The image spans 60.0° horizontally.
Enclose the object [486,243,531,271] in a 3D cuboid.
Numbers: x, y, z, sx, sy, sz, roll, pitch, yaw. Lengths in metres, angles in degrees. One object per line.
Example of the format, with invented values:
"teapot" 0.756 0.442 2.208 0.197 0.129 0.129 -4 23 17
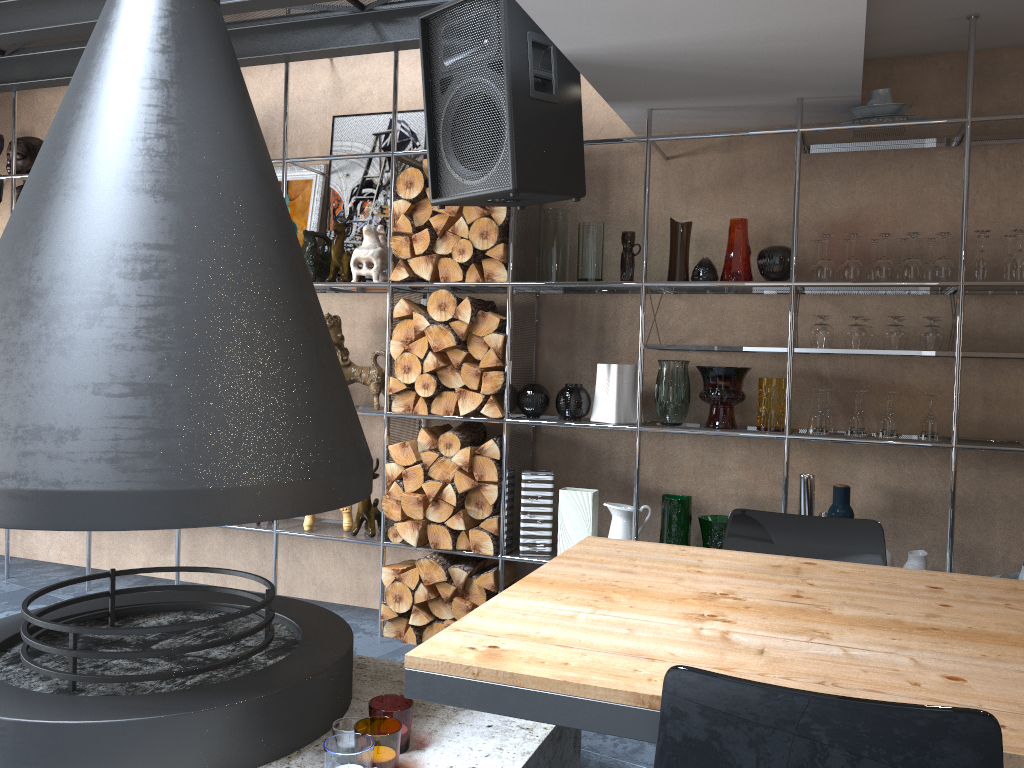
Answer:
"object" -0.011 -0.547 3.830 0.095 0.088 0.303 2 2 22

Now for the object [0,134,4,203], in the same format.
"object" -2.976 -0.991 4.979 0.244 0.879 0.244 0 2 -41

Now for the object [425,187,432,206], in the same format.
"object" -0.275 -0.807 3.921 0.098 0.090 0.303 2 2 22

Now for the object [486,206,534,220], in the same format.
"object" -0.016 -0.789 3.849 0.135 0.114 0.299 2 2 23

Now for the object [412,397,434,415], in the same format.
"object" -0.345 0.090 3.985 0.087 0.095 0.303 2 2 20

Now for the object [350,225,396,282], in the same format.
"object" -0.609 -0.590 4.069 0.151 0.280 0.314 2 2 19

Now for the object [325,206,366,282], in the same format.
"object" -0.768 -0.636 4.118 0.116 0.358 0.198 3 2 28

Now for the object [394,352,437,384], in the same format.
"object" -0.401 -0.070 3.964 0.143 0.143 0.286 2 2 20

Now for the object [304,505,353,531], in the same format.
"object" -0.849 0.502 4.174 0.375 0.363 0.170 1 2 -14

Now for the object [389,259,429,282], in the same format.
"object" -0.425 -0.499 3.997 0.107 0.105 0.330 2 2 23

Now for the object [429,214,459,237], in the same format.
"object" -0.244 -0.683 3.942 0.107 0.098 0.330 2 2 24

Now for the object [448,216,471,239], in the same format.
"object" -0.174 -0.667 3.899 0.101 0.110 0.331 2 2 19

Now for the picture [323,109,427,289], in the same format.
"picture" -0.666 -0.889 4.296 0.530 0.863 0.090 2 2 20

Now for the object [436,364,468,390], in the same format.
"object" -0.221 -0.033 3.942 0.147 0.118 0.288 2 2 17

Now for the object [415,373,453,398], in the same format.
"object" -0.326 0.007 3.938 0.103 0.110 0.312 2 2 17

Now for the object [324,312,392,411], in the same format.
"object" -0.750 -0.109 4.145 0.405 0.451 0.210 2 2 13

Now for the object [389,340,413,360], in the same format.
"object" -0.440 -0.135 4.000 0.111 0.121 0.310 2 2 20

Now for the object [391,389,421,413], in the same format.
"object" -0.425 0.076 4.021 0.126 0.112 0.287 2 2 20

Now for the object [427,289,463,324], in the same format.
"object" -0.253 -0.331 3.906 0.140 0.150 0.312 2 2 17

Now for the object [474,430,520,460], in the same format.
"object" -0.061 0.260 3.868 0.121 0.107 0.308 2 2 17

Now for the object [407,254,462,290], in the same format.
"object" -0.324 -0.500 3.985 0.154 0.131 0.362 2 2 20

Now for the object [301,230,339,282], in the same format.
"object" -0.907 -0.589 4.197 0.126 0.249 0.253 2 2 25

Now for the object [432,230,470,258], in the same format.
"object" -0.221 -0.605 3.934 0.147 0.118 0.288 2 2 24

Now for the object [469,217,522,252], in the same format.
"object" -0.069 -0.628 3.832 0.143 0.143 0.286 2 2 21

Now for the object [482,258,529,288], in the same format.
"object" -0.024 -0.479 3.862 0.126 0.112 0.287 2 2 21

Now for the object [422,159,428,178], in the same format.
"object" -0.282 -0.920 3.947 0.129 0.118 0.299 2 2 18

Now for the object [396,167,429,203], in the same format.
"object" -0.377 -0.859 3.946 0.140 0.150 0.312 2 2 24

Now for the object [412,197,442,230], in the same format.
"object" -0.332 -0.742 3.972 0.112 0.153 0.290 2 2 24

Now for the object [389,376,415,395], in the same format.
"object" -0.452 0.007 4.003 0.095 0.088 0.303 2 2 19

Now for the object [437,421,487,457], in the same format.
"object" -0.225 0.237 3.951 0.140 0.150 0.312 2 2 17

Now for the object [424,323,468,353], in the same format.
"object" -0.251 -0.198 3.908 0.164 0.128 0.321 2 2 20

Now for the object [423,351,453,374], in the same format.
"object" -0.275 -0.099 3.945 0.101 0.110 0.331 2 2 22

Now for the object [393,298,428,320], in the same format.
"object" -0.418 -0.323 3.991 0.121 0.107 0.308 2 2 17

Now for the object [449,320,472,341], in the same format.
"object" -0.175 -0.231 3.892 0.098 0.090 0.303 2 2 19

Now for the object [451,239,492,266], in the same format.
"object" -0.148 -0.558 3.864 0.103 0.110 0.312 2 2 24

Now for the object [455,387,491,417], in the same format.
"object" -0.118 0.081 3.916 0.154 0.131 0.362 2 2 21

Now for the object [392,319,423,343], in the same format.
"object" -0.418 -0.233 4.007 0.135 0.114 0.299 2 2 18

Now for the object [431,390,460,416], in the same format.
"object" -0.241 0.081 3.946 0.135 0.114 0.299 2 2 18

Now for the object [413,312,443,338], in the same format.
"object" -0.323 -0.260 3.966 0.098 0.115 0.362 2 2 20

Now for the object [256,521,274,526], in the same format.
"object" -1.193 0.562 4.277 0.119 0.220 0.212 1 2 -35

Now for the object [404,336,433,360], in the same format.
"object" -0.357 -0.160 3.968 0.128 0.107 0.329 2 2 21

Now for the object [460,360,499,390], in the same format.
"object" -0.129 -0.045 3.889 0.095 0.135 0.329 2 2 17

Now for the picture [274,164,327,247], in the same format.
"picture" -1.209 -0.790 4.472 0.544 0.625 0.136 2 2 21

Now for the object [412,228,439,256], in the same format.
"object" -0.324 -0.625 3.954 0.095 0.135 0.329 2 2 24

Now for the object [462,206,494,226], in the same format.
"object" -0.093 -0.722 3.861 0.128 0.107 0.329 2 2 20

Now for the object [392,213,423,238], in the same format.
"object" -0.413 -0.688 3.990 0.107 0.110 0.331 2 2 23

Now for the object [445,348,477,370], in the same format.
"object" -0.193 -0.109 3.931 0.107 0.098 0.330 2 2 17

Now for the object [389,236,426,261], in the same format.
"object" -0.430 -0.595 3.995 0.110 0.109 0.321 2 2 20

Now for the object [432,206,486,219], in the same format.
"object" -0.209 -0.768 3.884 0.164 0.128 0.321 2 2 21

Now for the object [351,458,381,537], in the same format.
"object" -0.654 0.513 4.082 0.116 0.358 0.198 2 2 13

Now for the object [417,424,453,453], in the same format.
"object" -0.316 0.247 3.992 0.107 0.121 0.289 2 2 21

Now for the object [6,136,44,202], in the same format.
"object" -2.718 -0.959 4.905 0.237 0.840 0.305 2 2 23

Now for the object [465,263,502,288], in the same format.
"object" -0.109 -0.472 3.888 0.087 0.095 0.303 2 2 21

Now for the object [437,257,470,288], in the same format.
"object" -0.211 -0.490 3.926 0.135 0.114 0.299 2 2 23

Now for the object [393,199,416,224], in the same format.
"object" -0.412 -0.755 3.981 0.097 0.120 0.308 2 2 25

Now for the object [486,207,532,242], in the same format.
"object" -0.012 -0.690 3.832 0.111 0.121 0.310 2 2 21
